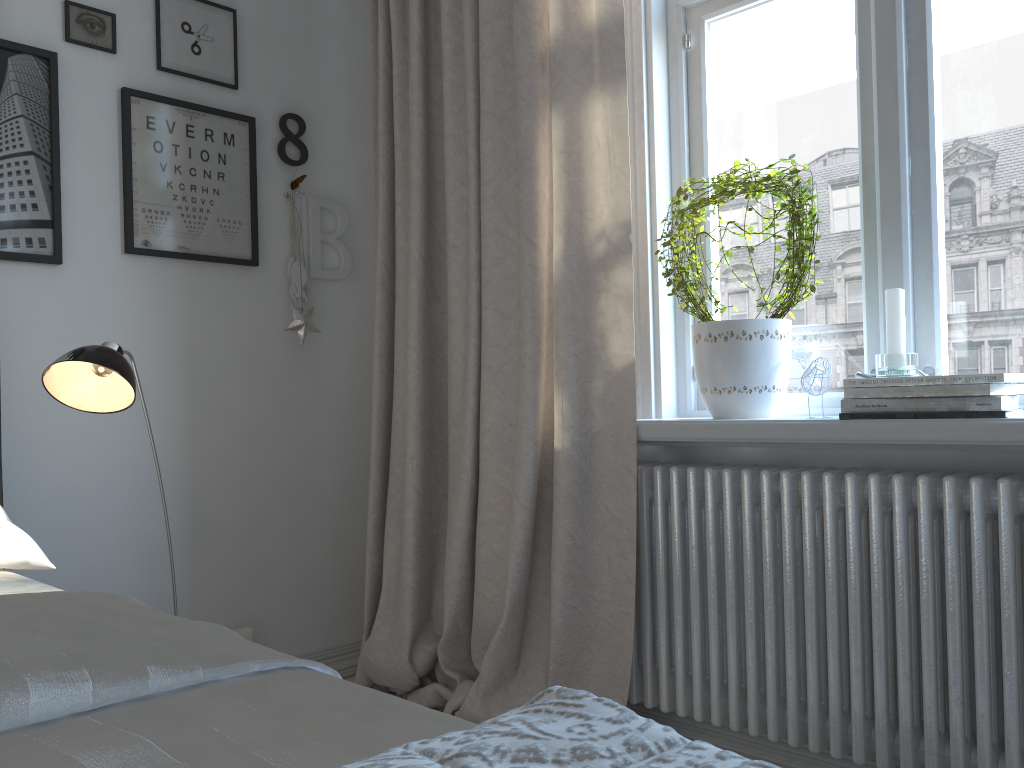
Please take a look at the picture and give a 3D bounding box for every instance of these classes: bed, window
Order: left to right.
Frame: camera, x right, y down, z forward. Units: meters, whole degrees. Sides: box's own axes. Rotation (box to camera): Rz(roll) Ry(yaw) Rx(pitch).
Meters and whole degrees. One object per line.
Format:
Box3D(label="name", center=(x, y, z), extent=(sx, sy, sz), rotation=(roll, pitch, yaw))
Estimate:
Box3D(label="bed", center=(-0.948, 0.310, 0.590), extent=(2.177, 1.046, 1.888), rotation=(-3, -1, 44))
Box3D(label="window", center=(-0.415, -0.820, 5.283), extent=(7.981, 7.008, 11.964), rotation=(-2, -1, 44))

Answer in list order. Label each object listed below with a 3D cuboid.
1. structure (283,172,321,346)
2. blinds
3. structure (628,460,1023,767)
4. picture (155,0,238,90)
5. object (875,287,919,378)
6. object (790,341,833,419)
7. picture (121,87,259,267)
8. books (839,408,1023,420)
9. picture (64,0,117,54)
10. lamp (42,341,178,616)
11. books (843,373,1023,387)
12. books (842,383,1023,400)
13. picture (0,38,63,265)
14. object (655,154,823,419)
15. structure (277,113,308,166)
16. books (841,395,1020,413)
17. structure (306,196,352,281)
Box3D(label="structure", center=(-0.616, -0.363, 2.542), extent=(0.078, 0.514, 0.134), rotation=(-2, 0, 32))
Box3D(label="blinds", center=(-0.097, -0.479, 2.149), extent=(0.831, 2.647, 0.225), rotation=(-2, 0, 44))
Box3D(label="structure", center=(0.703, 0.437, 1.720), extent=(1.506, 0.547, 0.195), rotation=(-3, -1, 44))
Box3D(label="picture", center=(-0.840, -0.923, 2.372), extent=(0.010, 0.220, 0.225), rotation=(-2, -1, 44))
Box3D(label="object", center=(0.727, -0.097, 1.679), extent=(0.074, 0.173, 0.074), rotation=(-2, 0, -1))
Box3D(label="object", center=(0.608, -0.013, 1.805), extent=(0.059, 0.165, 0.196), rotation=(-2, -1, 4))
Box3D(label="picture", center=(-0.845, -0.536, 2.351), extent=(0.021, 0.415, 0.365), rotation=(-2, -1, 44))
Box3D(label="books", center=(0.774, 0.055, 1.620), extent=(0.272, 0.013, 0.219), rotation=(-3, -2, 41))
Box3D(label="picture", center=(-1.032, -0.874, 2.173), extent=(0.010, 0.098, 0.119), rotation=(-2, -1, 44))
Box3D(label="lamp", center=(-0.717, 0.392, 1.945), extent=(0.450, 0.936, 0.800), rotation=(-2, -1, 27))
Box3D(label="books", center=(0.777, -0.006, 1.624), extent=(0.269, 0.015, 0.203), rotation=(-3, -2, 41))
Box3D(label="books", center=(0.775, 0.013, 1.628), extent=(0.207, 0.022, 0.253), rotation=(0, -2, -45))
Box3D(label="picture", center=(-1.136, -0.535, 2.051), extent=(0.020, 0.504, 0.165), rotation=(-2, 0, 44))
Box3D(label="object", center=(0.501, -0.211, 1.957), extent=(0.385, 0.574, 0.216), rotation=(-2, 0, 25))
Box3D(label="structure", center=(-0.635, -0.707, 2.566), extent=(0.014, 0.151, 0.096), rotation=(-2, -1, 44))
Box3D(label="books", center=(0.773, 0.037, 1.638), extent=(0.262, 0.024, 0.207), rotation=(-2, -2, 37))
Box3D(label="structure", center=(-0.545, -0.430, 2.654), extent=(0.024, 0.239, 0.146), rotation=(-2, -1, 44))
